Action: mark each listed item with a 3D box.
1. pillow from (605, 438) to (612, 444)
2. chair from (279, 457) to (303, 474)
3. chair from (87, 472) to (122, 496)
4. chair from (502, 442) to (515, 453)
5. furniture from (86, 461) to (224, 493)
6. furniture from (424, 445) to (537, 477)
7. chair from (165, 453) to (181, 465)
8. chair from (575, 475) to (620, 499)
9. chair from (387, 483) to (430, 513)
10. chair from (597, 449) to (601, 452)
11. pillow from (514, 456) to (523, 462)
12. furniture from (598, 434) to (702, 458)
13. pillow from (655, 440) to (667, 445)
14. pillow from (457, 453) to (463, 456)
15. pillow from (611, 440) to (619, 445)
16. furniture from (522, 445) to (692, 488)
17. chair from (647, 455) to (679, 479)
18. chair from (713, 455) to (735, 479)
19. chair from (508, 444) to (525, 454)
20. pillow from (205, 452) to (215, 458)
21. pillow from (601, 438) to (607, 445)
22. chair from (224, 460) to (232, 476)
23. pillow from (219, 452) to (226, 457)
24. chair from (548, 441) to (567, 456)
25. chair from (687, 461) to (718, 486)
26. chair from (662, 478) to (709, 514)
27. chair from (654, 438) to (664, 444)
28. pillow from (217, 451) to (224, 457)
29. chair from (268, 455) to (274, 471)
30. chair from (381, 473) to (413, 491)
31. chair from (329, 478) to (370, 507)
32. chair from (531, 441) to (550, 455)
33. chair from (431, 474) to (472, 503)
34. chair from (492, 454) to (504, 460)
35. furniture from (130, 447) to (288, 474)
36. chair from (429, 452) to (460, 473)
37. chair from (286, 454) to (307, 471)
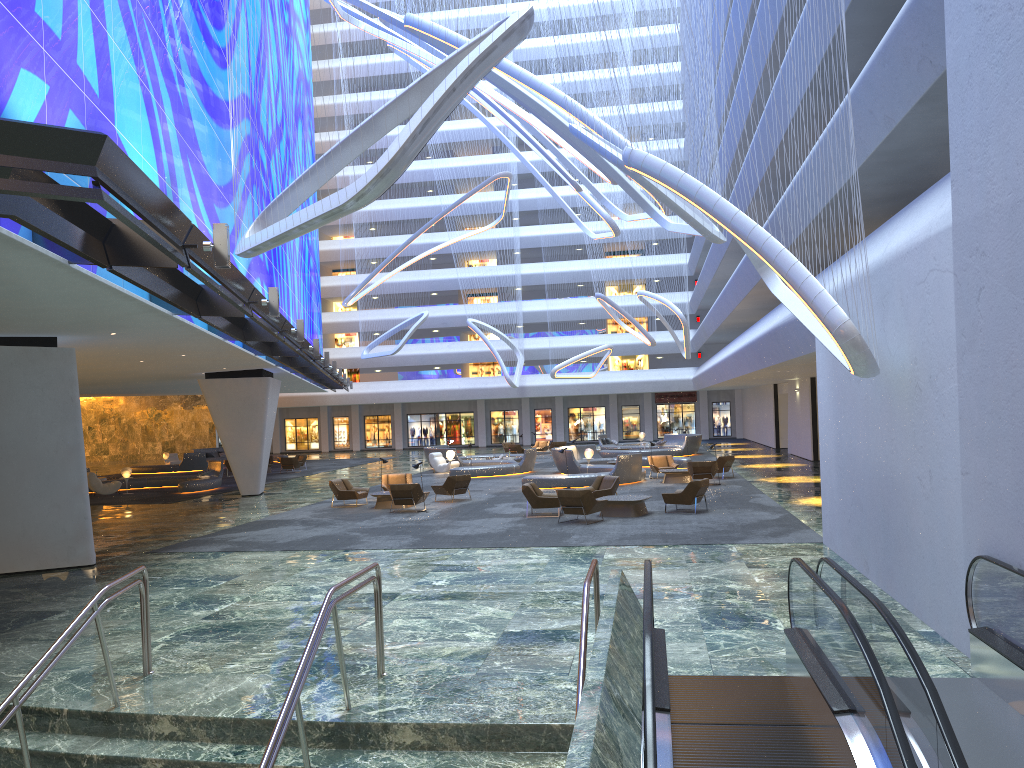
[{"bbox_3d":[5.515,3.238,50.494,0.315,0.386,0.784,-2,-1,24],"label":"pillow"},{"bbox_3d":[-10.517,3.840,42.054,0.929,0.766,0.939,-2,-1,7],"label":"chair"},{"bbox_3d":[-15.172,3.677,32.881,1.156,0.882,0.729,-1,-1,-37],"label":"chair"},{"bbox_3d":[-0.030,3.688,50.210,0.929,0.766,0.939,-1,-1,-38],"label":"chair"},{"bbox_3d":[-15.763,3.678,34.624,9.932,0.969,5.184,-3,-2,26],"label":"furniture"},{"bbox_3d":[-1.533,3.264,39.026,5.185,0.969,9.931,-2,-2,1],"label":"furniture"},{"bbox_3d":[-19.051,4.356,49.881,0.728,0.882,1.158,-2,-1,-37],"label":"chair"},{"bbox_3d":[2.200,2.737,22.418,0.938,0.766,0.930,-2,-1,-30],"label":"chair"},{"bbox_3d":[-2.714,2.948,23.086,0.929,0.766,0.938,-2,-1,15],"label":"chair"},{"bbox_3d":[4.461,3.560,47.423,0.587,0.501,0.490,-3,-1,43],"label":"chair"},{"bbox_3d":[0.524,3.050,36.053,0.692,0.262,0.877,-3,-2,17],"label":"pillow"},{"bbox_3d":[7.206,3.179,47.139,5.186,0.969,9.929,-2,-2,5],"label":"furniture"},{"bbox_3d":[7.856,3.101,46.804,0.692,0.262,0.878,-1,-2,-29],"label":"pillow"},{"bbox_3d":[-2.690,3.457,43.105,0.443,0.207,0.445,-1,-2,-30],"label":"pillow"},{"bbox_3d":[5.767,3.328,50.751,0.684,0.280,0.874,-1,-2,-44],"label":"pillow"},{"bbox_3d":[3.126,2.884,32.557,5.188,0.969,9.925,-3,-2,26],"label":"furniture"},{"bbox_3d":[5.218,2.878,30.717,0.929,0.766,0.939,-2,-1,-8],"label":"chair"},{"bbox_3d":[6.933,2.782,29.760,0.939,0.766,0.929,-3,-1,42],"label":"chair"},{"bbox_3d":[0.345,3.587,47.411,0.938,0.766,0.930,-1,-1,-40],"label":"chair"},{"bbox_3d":[-18.283,4.273,53.468,0.315,0.386,0.784,-3,-1,25],"label":"pillow"},{"bbox_3d":[5.305,3.270,50.492,0.295,0.369,0.769,-2,-1,21],"label":"pillow"},{"bbox_3d":[-13.003,3.921,41.559,0.938,0.766,0.930,-2,-1,-20],"label":"chair"},{"bbox_3d":[-17.553,4.311,54.101,0.692,0.262,0.877,-2,-2,-1],"label":"pillow"},{"bbox_3d":[2.515,3.543,48.721,0.929,0.766,0.939,-2,-1,-13],"label":"chair"},{"bbox_3d":[5.913,2.749,27.438,0.929,0.766,0.938,-2,-1,15],"label":"chair"},{"bbox_3d":[4.078,2.611,20.714,0.939,0.766,0.929,-3,-1,33],"label":"chair"},{"bbox_3d":[8.220,3.304,48.120,0.939,0.766,0.929,-3,-1,42],"label":"chair"},{"bbox_3d":[-17.640,4.277,54.278,0.774,0.366,0.317,-1,-1,-40],"label":"pillow"},{"bbox_3d":[-12.406,3.984,44.320,0.929,0.766,0.939,-2,-1,-18],"label":"chair"},{"bbox_3d":[-3.409,3.077,26.364,0.929,0.766,0.939,-2,-1,-8],"label":"chair"},{"bbox_3d":[-4.631,3.086,25.158,0.939,0.766,0.929,-3,-1,17],"label":"chair"},{"bbox_3d":[1.664,3.631,50.491,0.930,0.766,0.938,-3,-1,27],"label":"chair"},{"bbox_3d":[-1.694,2.980,25.408,0.939,0.766,0.929,-3,-1,42],"label":"chair"},{"bbox_3d":[-1.148,3.595,41.586,1.784,0.501,0.586,-1,-1,-27],"label":"chair"},{"bbox_3d":[-17.311,4.231,50.469,5.188,0.969,9.925,-3,-2,26],"label":"furniture"},{"bbox_3d":[-2.881,3.353,37.761,1.158,0.882,0.728,-3,-1,28],"label":"chair"},{"bbox_3d":[-10.717,3.909,44.009,0.938,0.766,0.930,-1,-1,-43],"label":"chair"}]
